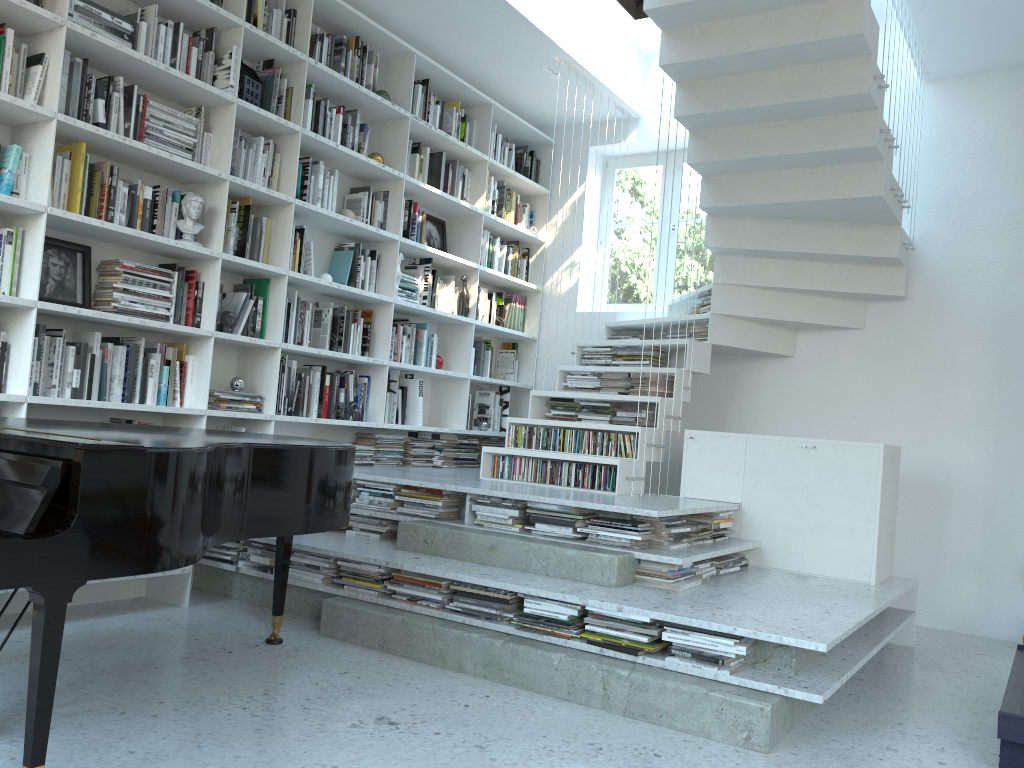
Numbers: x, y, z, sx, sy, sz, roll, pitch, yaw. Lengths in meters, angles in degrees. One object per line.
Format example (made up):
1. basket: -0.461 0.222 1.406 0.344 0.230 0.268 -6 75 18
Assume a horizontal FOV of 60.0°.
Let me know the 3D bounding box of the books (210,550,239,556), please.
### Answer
1. books: -1.379 0.827 4.383 0.290 0.008 0.122 3 -3 27

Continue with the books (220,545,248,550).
1. books: -1.375 0.790 4.385 0.258 0.013 0.136 3 -4 30

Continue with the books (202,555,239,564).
1. books: -1.388 0.858 4.371 0.241 0.016 0.172 3 -4 32

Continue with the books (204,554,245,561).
1. books: -1.388 0.846 4.371 0.233 0.009 0.155 3 -3 27

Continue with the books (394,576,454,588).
1. books: -0.351 0.821 3.718 0.235 0.014 0.166 3 -3 27

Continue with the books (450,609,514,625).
1. books: -0.090 0.923 3.560 0.291 0.012 0.142 2 -4 36

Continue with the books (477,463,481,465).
1. books: -0.211 0.576 6.449 0.207 0.008 0.328 3 -4 35

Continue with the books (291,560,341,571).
1. books: -0.878 0.820 4.048 0.193 0.020 0.171 2 -4 36

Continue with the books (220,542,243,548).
1. books: -1.391 0.775 4.359 0.243 0.013 0.191 3 -3 28

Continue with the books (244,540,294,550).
1. books: -1.124 0.771 4.233 0.297 0.014 0.135 3 -4 33

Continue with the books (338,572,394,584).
1. books: -0.613 0.843 3.886 0.246 0.011 0.159 3 -3 28

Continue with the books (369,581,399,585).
1. books: -0.604 0.855 3.901 0.294 0.008 0.123 3 -4 35

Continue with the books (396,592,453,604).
1. books: -0.344 0.891 3.736 0.269 0.009 0.132 3 -4 33

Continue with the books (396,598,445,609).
1. books: -0.349 0.913 3.729 0.236 0.008 0.148 3 -4 31

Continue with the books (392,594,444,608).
1. books: -0.357 0.903 3.716 0.254 0.008 0.161 2 -4 37

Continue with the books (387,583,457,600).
1. books: -0.355 0.864 3.716 0.287 0.013 0.182 3 -4 33

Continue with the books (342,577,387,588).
1. books: -0.612 0.863 3.889 0.205 0.012 0.165 3 -4 32

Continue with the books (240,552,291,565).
1. books: -1.145 0.821 4.203 0.212 0.028 0.191 2 -4 36

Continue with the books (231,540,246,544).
1. books: -1.371 0.763 4.390 0.231 0.017 0.133 3 -4 33

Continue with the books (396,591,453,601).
1. books: -0.347 0.880 3.730 0.249 0.014 0.130 3 -3 27

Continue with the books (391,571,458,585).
1. books: -0.351 0.807 3.716 0.249 0.012 0.179 3 -3 29

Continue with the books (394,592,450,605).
1. books: -0.345 0.898 3.735 0.296 0.005 0.129 3 -4 34

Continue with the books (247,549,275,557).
1. books: -1.128 0.800 4.229 0.230 0.019 0.143 3 -4 33

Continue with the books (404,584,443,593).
1. books: -0.342 0.853 3.735 0.180 0.013 0.140 3 -4 33

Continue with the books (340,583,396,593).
1. books: -0.610 0.886 3.895 0.283 0.008 0.140 3 -4 30

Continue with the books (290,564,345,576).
1. books: -0.871 0.847 4.062 0.300 0.007 0.149 3 -4 32

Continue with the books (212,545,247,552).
1. books: -1.389 0.799 4.365 0.211 0.009 0.188 3 -4 31

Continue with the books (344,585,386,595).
1. books: -0.615 0.896 3.887 0.180 0.014 0.157 3 -3 29

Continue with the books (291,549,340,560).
1. books: -0.871 0.775 4.056 0.285 0.006 0.159 3 -4 34

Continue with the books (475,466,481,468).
1. books: -0.212 0.599 6.448 0.205 0.007 0.368 3 -4 35

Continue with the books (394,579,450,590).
1. books: -0.348 0.833 3.725 0.241 0.009 0.169 3 -4 32

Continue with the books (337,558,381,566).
1. books: -0.616 0.770 3.875 0.224 0.005 0.193 3 -3 28

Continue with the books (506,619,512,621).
1. books: -0.090 0.913 3.560 0.262 0.007 0.155 3 -4 34

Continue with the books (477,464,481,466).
1. books: -0.207 0.584 6.446 0.207 0.008 0.328 2 -4 37

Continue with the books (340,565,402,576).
1. books: -0.617 0.807 3.877 0.198 0.016 0.182 2 -4 37

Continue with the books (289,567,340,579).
1. books: -0.879 0.856 4.050 0.221 0.014 0.172 3 -4 33

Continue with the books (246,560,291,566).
1. books: -1.136 0.843 4.219 0.206 0.012 0.147 3 -3 27

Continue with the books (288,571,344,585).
1. books: -0.884 0.876 4.044 0.230 0.026 0.177 3 -4 35

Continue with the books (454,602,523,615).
1. books: -0.093 0.886 3.552 0.220 0.011 0.177 3 -4 34

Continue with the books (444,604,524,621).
1. books: -0.100 0.904 3.543 0.290 0.009 0.189 3 -4 35

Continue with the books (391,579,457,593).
1. books: -0.346 0.842 3.728 0.297 0.009 0.155 3 -4 33

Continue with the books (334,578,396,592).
1. books: -0.616 0.875 3.885 0.292 0.012 0.159 3 -3 29

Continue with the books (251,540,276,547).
1. books: -1.125 0.754 4.229 0.200 0.018 0.137 2 -4 36

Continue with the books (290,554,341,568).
1. books: -0.878 0.802 4.046 0.294 0.015 0.180 3 -4 30

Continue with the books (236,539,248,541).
1. books: -1.377 0.746 4.378 0.234 0.014 0.158 3 -4 30

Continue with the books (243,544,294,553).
1. books: -1.127 0.780 4.228 0.290 0.005 0.126 3 -3 27

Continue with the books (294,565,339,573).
1. books: -0.871 0.837 4.061 0.206 0.012 0.147 3 -4 33

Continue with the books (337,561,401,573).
1. books: -0.611 0.793 3.884 0.252 0.015 0.171 3 -3 29

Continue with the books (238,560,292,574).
1. books: -1.144 0.863 4.208 0.237 0.030 0.189 3 -4 32

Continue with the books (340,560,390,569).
1. books: -0.609 0.780 3.887 0.227 0.011 0.174 3 -4 31

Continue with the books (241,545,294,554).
1. books: -1.133 0.786 4.220 0.291 0.009 0.160 3 -4 34

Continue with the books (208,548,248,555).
1. books: -1.391 0.809 4.363 0.278 0.012 0.177 3 -3 28

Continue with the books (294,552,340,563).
1. books: -0.865 0.788 4.067 0.255 0.018 0.130 3 -4 35

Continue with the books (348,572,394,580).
1. books: -0.605 0.832 3.897 0.180 0.013 0.140 3 -4 35

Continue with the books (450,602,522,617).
1. books: -0.089 0.897 3.559 0.290 0.008 0.147 3 -3 28

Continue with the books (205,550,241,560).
1. books: -1.392 0.835 4.363 0.261 0.012 0.179 3 -4 35

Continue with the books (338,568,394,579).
1. books: -0.614 0.820 3.882 0.241 0.009 0.169 3 -3 28
